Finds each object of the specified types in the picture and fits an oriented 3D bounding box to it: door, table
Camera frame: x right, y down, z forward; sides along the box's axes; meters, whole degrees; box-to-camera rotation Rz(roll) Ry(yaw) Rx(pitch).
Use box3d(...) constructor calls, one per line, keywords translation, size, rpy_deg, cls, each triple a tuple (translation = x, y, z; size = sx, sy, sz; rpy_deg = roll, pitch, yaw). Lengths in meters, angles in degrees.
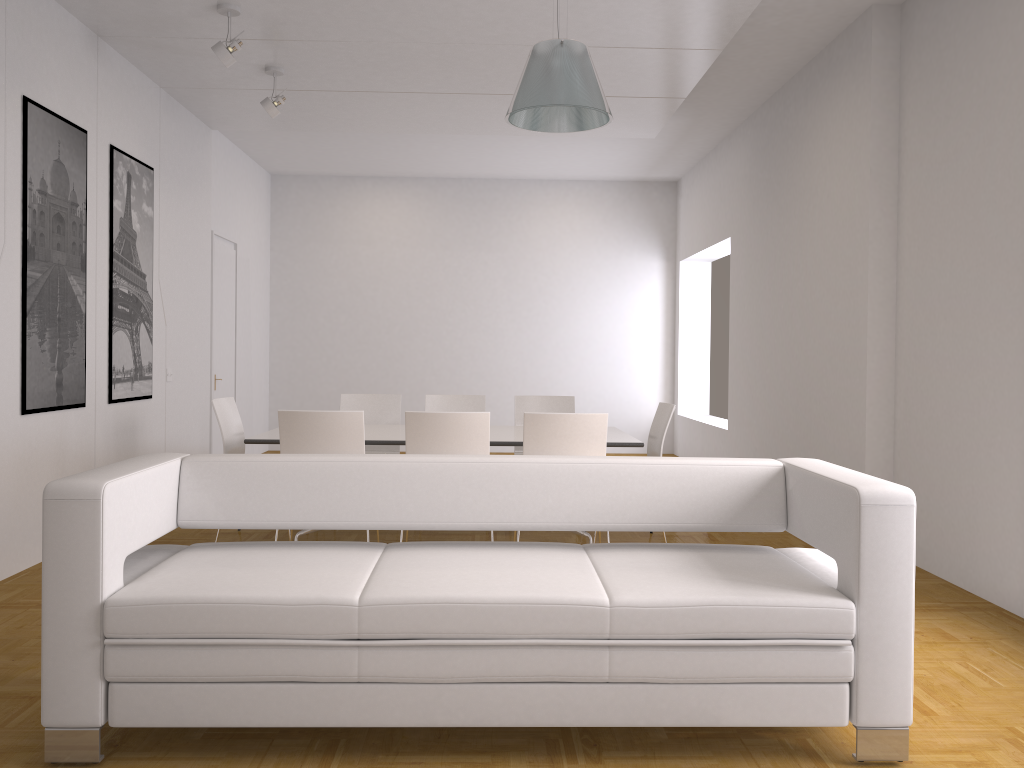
box3d(translation=(-3.023, -0.316, 9.265), size=(0.132, 2.452, 0.871), rpy_deg=(1, 1, -2), cls="door")
box3d(translation=(-0.424, 0.685, 5.955), size=(2.411, 0.722, 1.211), rpy_deg=(1, 2, -2), cls="table")

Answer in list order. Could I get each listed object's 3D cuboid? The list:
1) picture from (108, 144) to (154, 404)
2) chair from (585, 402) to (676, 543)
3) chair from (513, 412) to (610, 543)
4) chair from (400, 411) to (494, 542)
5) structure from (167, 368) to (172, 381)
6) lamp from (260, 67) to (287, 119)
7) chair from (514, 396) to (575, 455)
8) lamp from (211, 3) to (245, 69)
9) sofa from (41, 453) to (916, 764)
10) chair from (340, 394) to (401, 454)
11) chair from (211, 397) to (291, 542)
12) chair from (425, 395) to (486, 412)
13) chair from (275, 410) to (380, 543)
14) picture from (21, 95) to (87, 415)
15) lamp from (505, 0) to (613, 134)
box3d(translation=(-2.764, -0.765, 6.470), size=(0.016, 1.780, 0.787), rpy_deg=(1, 1, -2), cls="picture")
box3d(translation=(0.799, 0.598, 5.972), size=(0.575, 0.931, 0.561), rpy_deg=(1, 1, -2), cls="chair")
box3d(translation=(0.291, 0.617, 5.195), size=(0.561, 0.931, 0.575), rpy_deg=(1, 1, -2), cls="chair")
box3d(translation=(-0.370, 0.610, 5.175), size=(0.561, 0.931, 0.575), rpy_deg=(1, 1, -2), cls="chair")
box3d(translation=(-2.803, -0.075, 7.255), size=(0.013, 0.104, 0.114), rpy_deg=(1, 1, -2), cls="structure")
box3d(translation=(-1.769, -2.133, 6.519), size=(0.173, 0.364, 0.167), rpy_deg=(1, 1, 41), cls="lamp")
box3d(translation=(0.258, 0.567, 6.752), size=(0.561, 0.931, 0.575), rpy_deg=(1, 1, -2), cls="chair")
box3d(translation=(-1.736, -2.096, 5.362), size=(0.173, 0.364, 0.167), rpy_deg=(1, 1, 41), cls="lamp")
box3d(translation=(-0.095, 0.708, 3.044), size=(2.622, 0.848, 0.822), rpy_deg=(1, 1, -2), cls="sofa")
box3d(translation=(-1.103, 0.552, 6.712), size=(0.561, 0.931, 0.575), rpy_deg=(1, 1, -2), cls="chair")
box3d(translation=(-1.687, 0.564, 5.898), size=(0.575, 0.931, 0.561), rpy_deg=(1, 1, -2), cls="chair")
box3d(translation=(-0.443, 0.559, 6.731), size=(0.561, 0.931, 0.575), rpy_deg=(1, 1, -2), cls="chair")
box3d(translation=(-1.071, 0.602, 5.155), size=(0.561, 0.931, 0.575), rpy_deg=(1, 1, -2), cls="chair")
box3d(translation=(-2.732, -0.728, 5.329), size=(0.013, 1.780, 0.787), rpy_deg=(1, 1, -2), cls="picture")
box3d(translation=(0.208, -1.757, 3.796), size=(0.464, 1.249, 0.464), rpy_deg=(1, 1, -2), cls="lamp")
